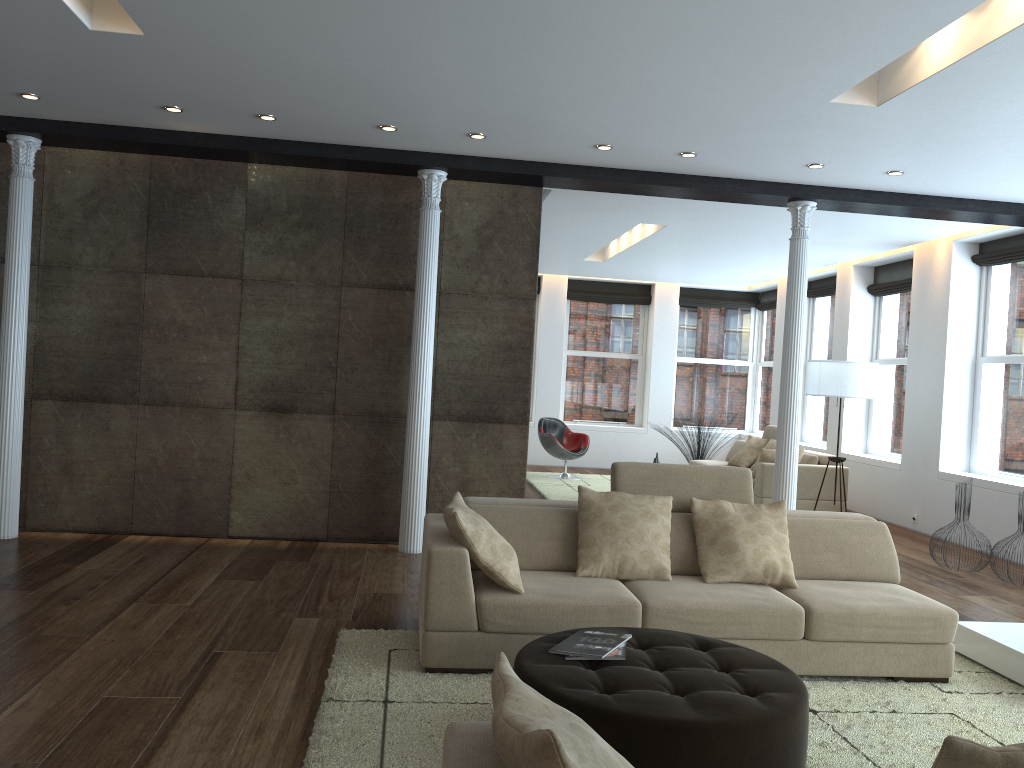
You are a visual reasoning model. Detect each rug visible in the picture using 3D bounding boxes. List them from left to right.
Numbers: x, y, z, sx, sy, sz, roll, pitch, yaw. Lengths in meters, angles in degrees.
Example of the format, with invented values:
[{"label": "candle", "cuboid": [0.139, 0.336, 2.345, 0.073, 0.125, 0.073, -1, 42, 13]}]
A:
[{"label": "rug", "cuboid": [1.802, 1.388, 10.903, 2.972, 0.020, 4.231, 3, 0, -7]}, {"label": "rug", "cuboid": [1.383, 1.422, 3.353, 4.231, 0.020, 2.972, 3, 0, -7]}]

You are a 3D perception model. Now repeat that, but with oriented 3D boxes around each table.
[{"label": "table", "cuboid": [2.889, 1.406, 4.433, 0.900, 0.170, 0.900, 3, 0, -7]}]

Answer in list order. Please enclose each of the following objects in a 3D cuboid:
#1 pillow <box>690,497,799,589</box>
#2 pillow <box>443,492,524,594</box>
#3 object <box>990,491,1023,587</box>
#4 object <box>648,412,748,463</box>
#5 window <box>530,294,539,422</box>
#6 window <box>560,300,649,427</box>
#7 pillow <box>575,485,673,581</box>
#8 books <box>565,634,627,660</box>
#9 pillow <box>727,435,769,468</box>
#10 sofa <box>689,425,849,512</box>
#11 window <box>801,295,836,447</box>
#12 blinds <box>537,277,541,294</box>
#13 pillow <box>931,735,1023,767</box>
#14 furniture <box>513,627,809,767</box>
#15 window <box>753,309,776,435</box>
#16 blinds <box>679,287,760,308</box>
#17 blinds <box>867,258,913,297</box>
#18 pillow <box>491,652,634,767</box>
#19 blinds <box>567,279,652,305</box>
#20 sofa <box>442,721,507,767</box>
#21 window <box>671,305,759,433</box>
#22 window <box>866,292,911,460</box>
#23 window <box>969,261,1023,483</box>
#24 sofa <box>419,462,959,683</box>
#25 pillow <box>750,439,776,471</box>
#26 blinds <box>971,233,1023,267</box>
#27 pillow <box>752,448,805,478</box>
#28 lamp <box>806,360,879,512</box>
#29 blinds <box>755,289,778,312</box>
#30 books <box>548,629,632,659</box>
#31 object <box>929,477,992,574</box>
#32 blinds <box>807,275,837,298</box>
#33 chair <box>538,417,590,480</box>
[{"label": "pillow", "cuboid": [1.208, 0.817, 4.648, 0.519, 0.416, 0.368, 3, 0, -2]}, {"label": "pillow", "cuboid": [-0.141, 0.754, 4.266, 0.395, 0.393, 0.518, 3, 0, -3]}, {"label": "object", "cuboid": [3.959, 1.164, 6.838, 0.458, 0.781, 0.458, 3, 0, -7]}, {"label": "object", "cuboid": [2.673, 0.908, 12.801, 1.119, 1.014, 1.125, 3, 0, -20]}, {"label": "window", "cuboid": [-0.326, -0.553, 14.208, 1.420, 2.400, 0.123, 3, 0, -7]}, {"label": "window", "cuboid": [1.479, -0.450, 14.416, 1.420, 2.400, 0.123, 3, 0, -7]}, {"label": "pillow", "cuboid": [0.587, 0.771, 4.589, 0.534, 0.439, 0.301, 3, 0, -3]}, {"label": "books", "cuboid": [0.323, 0.996, 3.363, 0.219, 0.031, 0.300, 3, 0, 8]}, {"label": "pillow", "cuboid": [3.051, 0.872, 11.392, 0.368, 0.416, 0.519, 3, 0, -11]}, {"label": "sofa", "cuboid": [3.086, 0.996, 11.025, 1.018, 0.950, 2.581, 3, 0, -7]}, {"label": "window", "cuboid": [4.356, -0.267, 12.134, 0.123, 2.400, 1.444, 3, 0, -7]}, {"label": "blinds", "cuboid": [-0.250, -1.608, 14.107, 1.412, 0.307, 0.156, 3, 0, -7]}, {"label": "pillow", "cuboid": [0.925, 0.814, 1.635, 0.534, 0.439, 0.301, 3, 0, -10]}, {"label": "furniture", "cuboid": [0.521, 1.186, 3.228, 1.057, 0.355, 1.057, 3, 0, -5]}, {"label": "window", "cuboid": [9.528, 0.574, 20.760, 34.761, 17.917, 13.698, 3, 0, -7]}, {"label": "blinds", "cuboid": [3.367, -1.399, 14.524, 1.442, 0.312, 0.155, 3, 0, -7]}, {"label": "blinds", "cuboid": [4.557, -1.258, 10.336, 0.156, 0.393, 1.342, 3, 0, -7]}, {"label": "pillow", "cuboid": [0.143, 0.789, 1.785, 0.395, 0.393, 0.518, 3, 0, -10]}, {"label": "blinds", "cuboid": [1.548, -1.477, 14.314, 1.422, 0.363, 0.156, 3, 0, -7]}, {"label": "sofa", "cuboid": [1.168, 0.957, 1.678, 2.581, 0.950, 1.021, 3, 0, -7]}, {"label": "window", "cuboid": [3.311, -0.346, 14.619, 1.474, 2.400, 0.123, 3, 0, -7]}, {"label": "window", "cuboid": [4.560, -0.241, 10.351, 0.123, 2.400, 1.345, 3, 0, -7]}, {"label": "window", "cuboid": [4.795, -0.212, 8.296, 0.123, 2.400, 1.391, 3, 0, -7]}, {"label": "sofa", "cuboid": [0.833, 0.915, 4.606, 2.581, 0.950, 1.021, 3, 0, -7]}, {"label": "pillow", "cuboid": [3.135, 0.871, 10.773, 0.301, 0.439, 0.534, 3, 0, -10]}, {"label": "blinds", "cuboid": [4.795, -1.288, 8.281, 0.156, 0.275, 1.396, 3, 0, -7]}, {"label": "pillow", "cuboid": [2.984, 0.890, 9.991, 0.518, 0.393, 0.395, 3, 0, -10]}, {"label": "lamp", "cuboid": [3.391, 0.634, 9.223, 0.698, 1.728, 0.698, 3, 0, 17]}, {"label": "blinds", "cuboid": [4.149, -1.342, 13.920, 0.156, 0.327, 1.377, 3, 0, -7]}, {"label": "books", "cuboid": [0.301, 0.987, 3.375, 0.220, 0.040, 0.301, 4, 0, 28]}, {"label": "object", "cuboid": [3.690, 1.145, 7.277, 0.458, 0.781, 0.458, 3, 0, -7]}, {"label": "blinds", "cuboid": [4.357, -1.342, 12.116, 0.156, 0.275, 1.442, 3, 0, -7]}, {"label": "chair", "cuboid": [0.716, 0.897, 12.424, 0.810, 0.818, 0.669, 3, 0, -27]}]
